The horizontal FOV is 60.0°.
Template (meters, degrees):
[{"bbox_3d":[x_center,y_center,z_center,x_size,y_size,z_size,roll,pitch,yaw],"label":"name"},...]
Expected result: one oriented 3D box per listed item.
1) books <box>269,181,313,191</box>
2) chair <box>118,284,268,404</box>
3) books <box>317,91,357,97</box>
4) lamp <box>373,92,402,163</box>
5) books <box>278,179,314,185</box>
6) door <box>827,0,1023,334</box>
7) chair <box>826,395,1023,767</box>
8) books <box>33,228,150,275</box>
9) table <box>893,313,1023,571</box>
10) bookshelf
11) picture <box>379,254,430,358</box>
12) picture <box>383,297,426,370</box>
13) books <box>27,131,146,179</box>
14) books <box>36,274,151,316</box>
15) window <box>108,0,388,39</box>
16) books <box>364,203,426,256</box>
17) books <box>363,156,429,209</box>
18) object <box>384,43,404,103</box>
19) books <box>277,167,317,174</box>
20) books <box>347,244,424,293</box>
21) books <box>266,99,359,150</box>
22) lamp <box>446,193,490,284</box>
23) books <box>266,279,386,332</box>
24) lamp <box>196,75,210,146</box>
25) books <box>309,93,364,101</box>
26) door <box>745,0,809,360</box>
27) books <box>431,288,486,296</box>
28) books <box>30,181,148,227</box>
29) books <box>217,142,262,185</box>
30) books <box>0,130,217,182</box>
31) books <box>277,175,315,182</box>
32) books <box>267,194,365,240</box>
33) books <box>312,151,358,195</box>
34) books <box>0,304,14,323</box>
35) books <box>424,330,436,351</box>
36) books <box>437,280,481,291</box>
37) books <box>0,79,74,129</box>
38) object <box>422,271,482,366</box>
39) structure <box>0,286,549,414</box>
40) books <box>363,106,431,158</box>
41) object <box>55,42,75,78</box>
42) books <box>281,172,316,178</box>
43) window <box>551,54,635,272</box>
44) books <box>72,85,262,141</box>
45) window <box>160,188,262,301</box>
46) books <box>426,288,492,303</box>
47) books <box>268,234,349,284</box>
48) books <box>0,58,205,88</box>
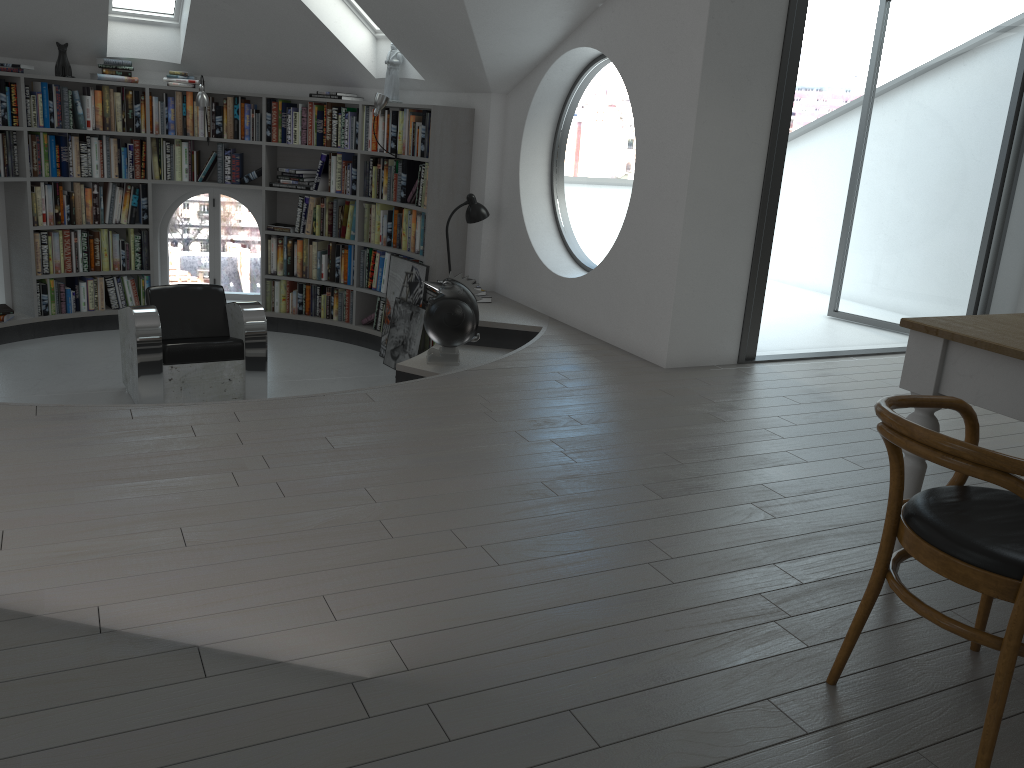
[{"bbox_3d":[-1.874,-1.749,7.813,0.388,0.042,0.368,8,16,12],"label":"books"},{"bbox_3d":[-2.176,-0.273,6.032,0.824,0.714,0.746,-5,18,-32],"label":"chair"},{"bbox_3d":[-1.489,-2.463,7.535,0.248,0.027,0.234,15,19,33],"label":"books"},{"bbox_3d":[-0.958,-1.997,6.932,0.275,0.521,0.113,-7,18,-36],"label":"lamp"},{"bbox_3d":[-1.872,-1.780,7.805,0.286,0.031,0.271,6,16,7],"label":"books"},{"bbox_3d":[2.914,-1.524,6.247,0.080,2.330,1.057,-9,20,-41],"label":"door"},{"bbox_3d":[1.059,0.425,1.959,0.621,0.729,0.531,-2,17,-24],"label":"chair"},{"bbox_3d":[-3.540,-1.136,7.459,1.034,0.355,0.294,-10,21,-41],"label":"books"},{"bbox_3d":[2.284,0.634,1.438,1.019,0.793,3.372,-4,18,-27],"label":"table"},{"bbox_3d":[-2.748,-1.358,6.902,4.336,1.867,2.123,-4,17,-27],"label":"bookshelf"},{"bbox_3d":[-0.874,-0.572,7.133,0.090,0.857,0.582,-7,19,-36],"label":"picture"},{"bbox_3d":[-0.846,-0.366,7.000,0.107,0.551,0.492,-6,19,-36],"label":"picture"},{"bbox_3d":[-3.519,-1.879,7.287,1.030,0.356,0.302,-10,21,-40],"label":"books"},{"bbox_3d":[-3.577,-0.785,7.536,1.021,0.304,0.289,-10,21,-41],"label":"books"},{"bbox_3d":[-2.617,-3.056,6.460,4.058,0.708,1.945,-4,18,-27],"label":"window"},{"bbox_3d":[-0.854,-1.276,7.282,0.276,0.345,1.026,-9,21,-41],"label":"books"},{"bbox_3d":[-0.835,-1.645,7.186,0.280,0.355,1.057,-9,21,-40],"label":"books"},{"bbox_3d":[-0.962,-2.503,7.136,0.179,0.469,0.180,0,16,-18],"label":"object"},{"bbox_3d":[-1.865,-1.870,7.781,0.287,0.031,0.270,19,21,40],"label":"books"},{"bbox_3d":[-0.940,-0.926,7.416,1.189,0.356,0.304,19,21,41],"label":"books"},{"bbox_3d":[-1.654,-2.224,7.581,0.970,0.365,0.308,9,16,15],"label":"books"},{"bbox_3d":[-0.330,-1.051,6.439,0.322,0.655,0.235,1,15,-12],"label":"lamp"},{"bbox_3d":[-1.533,-0.717,7.837,1.500,0.309,0.361,12,17,23],"label":"books"},{"bbox_3d":[-2.559,-2.259,7.336,0.113,0.562,0.360,-1,16,-20],"label":"lamp"},{"bbox_3d":[-1.491,-2.436,7.542,0.337,0.036,0.318,12,18,24],"label":"books"},{"bbox_3d":[1.276,-1.420,5.448,0.080,2.330,1.058,-3,17,-27],"label":"door"},{"bbox_3d":[-0.393,-0.690,6.523,0.287,0.034,0.306,-8,20,-36],"label":"books"},{"bbox_3d":[-3.520,-1.505,7.352,1.000,0.349,0.299,-11,21,-42],"label":"books"},{"bbox_3d":[-2.347,-1.916,7.737,0.399,0.338,0.226,2,15,-7],"label":"books"},{"bbox_3d":[-3.547,-1.798,7.023,0.593,0.368,2.536,18,21,41],"label":"books"},{"bbox_3d":[-1.870,-1.810,7.797,0.286,0.031,0.271,11,17,21],"label":"books"},{"bbox_3d":[-1.650,-1.474,7.744,0.975,0.349,0.253,9,16,14],"label":"books"},{"bbox_3d":[-1.426,-1.817,7.624,0.554,0.348,0.257,10,16,18],"label":"books"},{"bbox_3d":[-4.085,-0.553,6.960,0.318,0.099,0.293,-3,18,-25],"label":"books"},{"bbox_3d":[-0.444,-0.259,6.550,0.272,0.296,1.156,1,16,-13],"label":"books"},{"bbox_3d":[-0.390,-0.721,6.515,0.269,0.031,0.288,-1,17,-17],"label":"books"},{"bbox_3d":[-3.771,-2.176,6.891,0.266,0.343,0.684,16,20,37],"label":"books"},{"bbox_3d":[-0.371,-0.405,5.367,0.322,0.558,0.321,15,18,34],"label":"object"},{"bbox_3d":[-2.191,-0.234,5.911,4.715,0.688,4.738,9,17,17],"label":"structure"},{"bbox_3d":[-0.813,-2.016,7.098,0.293,0.359,1.019,-10,22,-43],"label":"books"},{"bbox_3d":[-3.526,-2.551,6.988,0.147,0.263,0.203,-4,17,-30],"label":"object"},{"bbox_3d":[-1.867,-1.840,7.789,0.227,0.036,0.215,11,17,21],"label":"books"},{"bbox_3d":[0.662,-1.456,5.924,0.104,1.459,1.480,-3,17,-27],"label":"window"},{"bbox_3d":[-2.875,-2.287,7.476,1.566,0.364,0.396,-2,17,-21],"label":"books"},{"bbox_3d":[-3.620,-1.163,7.507,3.238,1.142,0.620,-9,20,-40],"label":"window"},{"bbox_3d":[-0.395,-0.655,6.532,0.366,0.042,0.390,-4,18,-27],"label":"books"},{"bbox_3d":[-1.758,-1.123,7.871,0.873,0.348,0.274,8,16,13],"label":"books"},{"bbox_3d":[-3.621,-2.392,6.566,0.750,0.172,2.826,14,19,31],"label":"books"}]
